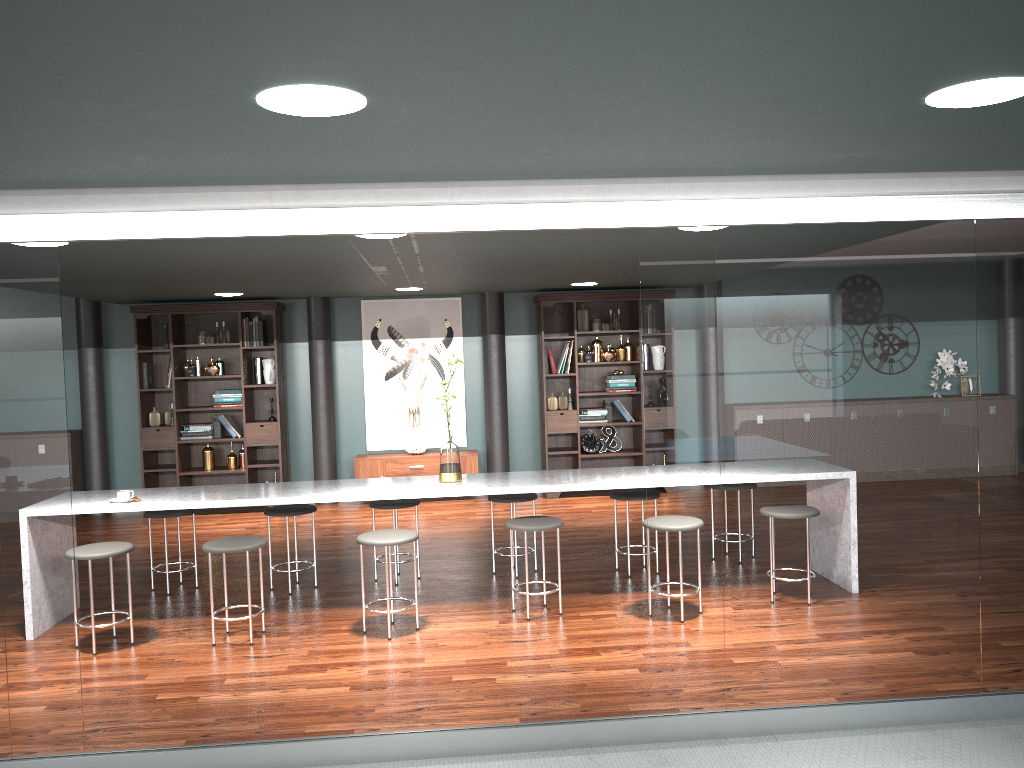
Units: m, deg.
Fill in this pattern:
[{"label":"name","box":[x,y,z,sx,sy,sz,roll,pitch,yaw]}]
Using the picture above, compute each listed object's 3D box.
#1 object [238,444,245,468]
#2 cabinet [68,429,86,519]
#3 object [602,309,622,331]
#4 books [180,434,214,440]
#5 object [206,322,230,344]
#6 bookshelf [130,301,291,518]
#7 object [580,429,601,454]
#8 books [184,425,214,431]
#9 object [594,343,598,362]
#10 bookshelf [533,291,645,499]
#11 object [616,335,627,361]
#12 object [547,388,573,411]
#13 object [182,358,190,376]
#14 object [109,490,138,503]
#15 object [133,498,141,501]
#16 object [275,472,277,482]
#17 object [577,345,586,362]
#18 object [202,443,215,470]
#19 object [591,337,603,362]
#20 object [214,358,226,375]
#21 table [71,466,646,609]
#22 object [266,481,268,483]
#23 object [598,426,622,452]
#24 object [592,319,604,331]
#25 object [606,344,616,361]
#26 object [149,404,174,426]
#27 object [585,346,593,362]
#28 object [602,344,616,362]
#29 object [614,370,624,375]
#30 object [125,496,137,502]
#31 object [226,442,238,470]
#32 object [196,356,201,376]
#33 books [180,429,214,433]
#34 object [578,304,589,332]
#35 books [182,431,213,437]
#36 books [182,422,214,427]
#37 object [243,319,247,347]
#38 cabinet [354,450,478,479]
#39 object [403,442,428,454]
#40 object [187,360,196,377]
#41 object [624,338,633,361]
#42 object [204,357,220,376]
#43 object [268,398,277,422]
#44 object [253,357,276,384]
[{"label":"object","box":[-2.602,0.699,8.595,0.092,0.222,0.092,-1,3,30]},{"label":"cabinet","box":[-0.973,0.743,8.779,12.287,0.820,0.402,-2,2,-4]},{"label":"object","box":[0.982,-0.635,8.787,0.196,0.221,0.184,-2,2,-4]},{"label":"books","box":[-3.004,0.511,8.499,0.286,0.027,0.184,-2,2,-4]},{"label":"object","box":[-2.811,-0.494,8.492,0.196,0.221,0.184,-2,2,-4]},{"label":"bookshelf","box":[-2.857,0.232,8.537,1.339,1.984,0.482,-2,2,-4]},{"label":"object","box":[0.770,0.570,8.749,0.224,0.238,0.159,-2,2,-4]},{"label":"books","box":[-2.987,0.416,8.496,0.248,0.042,0.194,-2,2,-4]},{"label":"object","box":[0.824,-0.309,8.684,0.040,0.191,0.040,-2,2,5]},{"label":"bookshelf","box":[0.935,0.091,8.831,1.339,1.984,0.482,-2,2,-4]},{"label":"object","box":[1.082,-0.354,8.754,0.108,0.256,0.108,-1,3,30]},{"label":"object","box":[0.466,0.145,8.771,0.250,0.221,0.186,-2,2,-6]},{"label":"object","box":[-3.104,-0.159,8.502,0.105,0.172,0.105,-2,2,-9]},{"label":"object","box":[-2.125,0.614,4.853,0.146,0.056,0.146,-1,2,27]},{"label":"object","box":[-2.044,0.629,4.831,0.041,0.021,0.044,-2,2,8]},{"label":"object","box":[-2.272,0.979,8.537,0.108,0.256,0.108,-1,3,30]},{"label":"object","box":[0.689,-0.300,8.796,0.105,0.172,0.105,-2,2,-9]},{"label":"object","box":[-2.918,0.698,8.529,0.114,0.251,0.114,-1,2,21]},{"label":"object","box":[0.844,-0.344,8.789,0.114,0.251,0.114,-1,2,21]},{"label":"object","box":[-2.811,-0.168,8.529,0.099,0.169,0.099,-3,3,-30]},{"label":"table","box":[-0.338,0.918,5.180,4.577,0.699,0.609,-2,2,-4]},{"label":"object","box":[-2.373,1.023,8.606,0.099,0.169,0.099,-3,3,-30]},{"label":"object","box":[0.979,0.544,8.881,0.233,0.268,0.051,-2,2,-4]},{"label":"object","box":[0.844,-0.582,8.767,0.106,0.126,0.096,-4,3,-44]},{"label":"object","box":[0.981,-0.309,8.823,0.099,0.169,0.099,-3,3,-30]},{"label":"object","box":[-3.327,0.287,8.477,0.250,0.221,0.186,-2,2,-6]},{"label":"object","box":[0.753,-0.293,8.708,0.079,0.161,0.080,-1,2,21]},{"label":"object","box":[0.951,-0.307,8.698,0.144,0.175,0.073,-2,2,-3]},{"label":"object","box":[1.057,-0.113,8.818,0.104,0.052,0.100,-2,2,0]},{"label":"object","box":[-2.073,0.631,4.831,0.034,0.012,0.155,-2,2,-8]},{"label":"object","box":[-2.680,0.688,8.495,0.108,0.256,0.108,-1,3,30]},{"label":"object","box":[-2.969,-0.168,8.390,0.040,0.191,0.040,-2,2,5]},{"label":"books","box":[-3.009,0.446,8.496,0.268,0.016,0.205,-2,2,-4]},{"label":"object","box":[0.704,-0.651,8.781,0.104,0.273,0.104,-1,3,32]},{"label":"books","box":[-3.008,0.475,8.497,0.248,0.042,0.194,-2,2,-4]},{"label":"books","box":[-2.998,0.387,8.495,0.268,0.016,0.205,-2,2,-4]},{"label":"object","box":[-2.543,-0.488,8.516,0.016,0.268,0.205,-2,2,-4]},{"label":"cabinet","box":[-0.939,0.886,8.807,1.200,0.379,0.368,-2,2,-4]},{"label":"object","box":[-0.954,0.640,8.815,0.245,0.112,0.261,-2,2,3]},{"label":"object","box":[-3.040,-0.152,8.414,0.079,0.161,0.080,-3,3,-30]},{"label":"object","box":[1.159,-0.343,8.855,0.092,0.222,0.092,-1,3,30]},{"label":"object","box":[-2.842,-0.166,8.404,0.144,0.175,0.073,-2,2,-3]},{"label":"object","box":[-2.309,0.247,8.530,0.077,0.228,0.077,-3,2,-21]},{"label":"object","box":[-2.375,-0.129,8.573,0.268,0.262,0.137,0,3,35]}]
